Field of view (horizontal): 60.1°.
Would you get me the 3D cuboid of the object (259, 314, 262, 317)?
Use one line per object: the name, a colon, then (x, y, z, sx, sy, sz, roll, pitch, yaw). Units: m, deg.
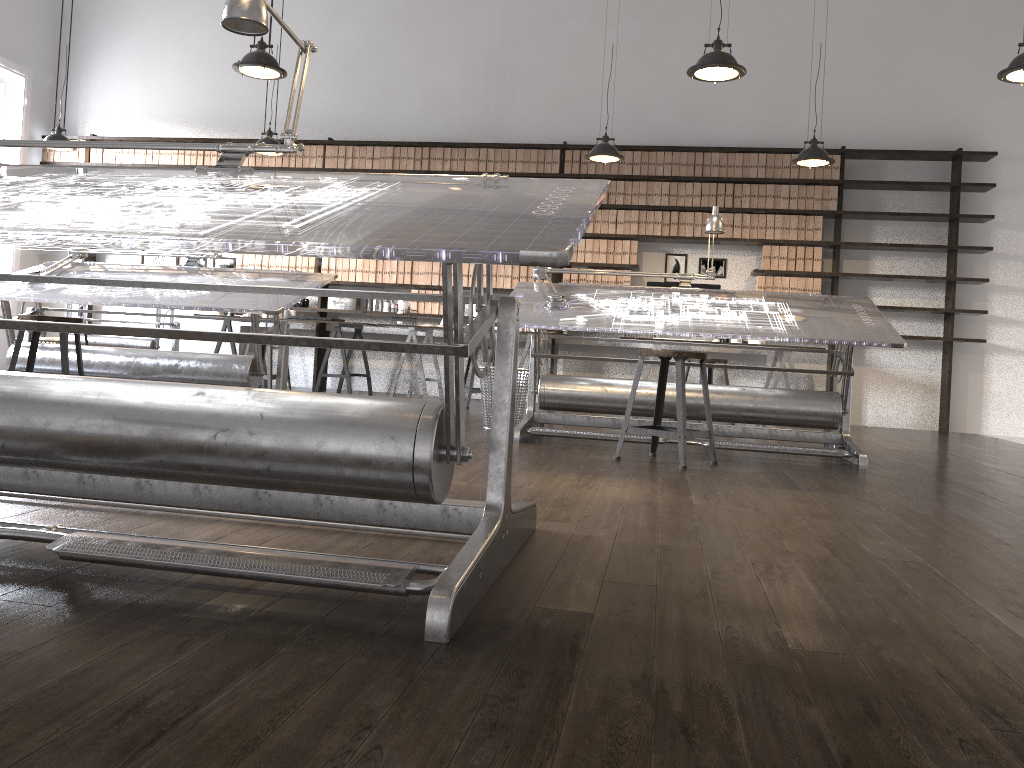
object: (-2.422, -0.682, 8.482, 0.049, 0.112, 0.049, 3, -1, 6)

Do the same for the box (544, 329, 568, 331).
box: (0.401, -0.555, 8.021, 0.212, 0.207, 0.137, 3, 0, 10)

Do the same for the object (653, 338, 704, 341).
object: (1.434, -0.378, 7.601, 0.439, 0.017, 0.118, 4, 2, 5)

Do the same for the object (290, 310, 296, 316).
object: (-2.124, -0.663, 8.577, 0.062, 0.094, 0.062, 3, 0, -31)

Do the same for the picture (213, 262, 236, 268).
picture: (-2.940, -1.206, 9.056, 0.251, 0.184, 0.023, 3, -1, 10)

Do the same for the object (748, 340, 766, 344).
object: (2.113, -0.422, 7.629, 0.144, 0.196, 0.145, 3, 0, -18)

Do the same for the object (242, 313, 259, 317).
object: (-2.466, -0.648, 8.337, 0.197, 0.050, 0.132, 5, 2, 39)

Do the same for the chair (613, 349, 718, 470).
chair: (0.734, 0.111, 4.127, 0.372, 0.528, 0.358, 3, 0, 38)

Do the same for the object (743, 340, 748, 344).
object: (2.042, -0.410, 7.710, 0.068, 0.155, 0.068, 3, -1, -14)

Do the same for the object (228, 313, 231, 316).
object: (-2.691, -0.663, 8.461, 0.049, 0.037, 0.049, 3, 1, 6)

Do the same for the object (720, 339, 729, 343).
object: (1.889, -0.420, 7.855, 0.096, 0.142, 0.092, 3, 0, -11)

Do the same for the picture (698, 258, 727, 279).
picture: (1.863, -1.077, 8.230, 0.251, 0.184, 0.023, 3, -1, 10)

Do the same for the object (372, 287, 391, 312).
object: (-1.269, -0.834, 8.623, 0.181, 0.272, 0.156, 3, 0, -6)

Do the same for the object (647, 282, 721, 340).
object: (1.507, -0.633, 7.853, 0.643, 0.518, 0.204, 3, -1, 10)

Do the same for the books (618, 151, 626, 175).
books: (1.027, -2.034, 8.233, 0.067, 0.226, 0.174, 3, 0, 10)

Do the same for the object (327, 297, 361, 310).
object: (-1.644, -0.798, 8.676, 0.317, 0.152, 0.193, 4, 1, 9)

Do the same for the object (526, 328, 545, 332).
object: (0.222, -0.476, 7.872, 0.197, 0.050, 0.132, 3, 2, -19)

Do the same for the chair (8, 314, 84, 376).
chair: (-2.448, -0.093, 4.669, 0.358, 0.528, 0.372, 3, 0, -12)

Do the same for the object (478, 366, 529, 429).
object: (-0.052, 0.088, 5.448, 0.353, 0.378, 0.352, 4, 0, 31)

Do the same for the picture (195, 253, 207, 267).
picture: (-3.228, -1.326, 9.110, 0.201, 0.285, 0.022, 3, -1, 9)

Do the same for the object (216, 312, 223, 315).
object: (-2.806, -0.705, 8.496, 0.068, 0.104, 0.068, 3, 0, 14)

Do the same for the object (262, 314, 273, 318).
object: (-2.349, -0.693, 8.510, 0.105, 0.142, 0.104, 3, 0, 2)

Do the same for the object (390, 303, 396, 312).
object: (-1.154, -0.738, 8.617, 0.062, 0.093, 0.063, 3, 0, -28)

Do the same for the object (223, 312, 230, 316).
object: (-2.731, -0.762, 8.499, 0.069, 0.230, 0.068, 3, -1, 7)

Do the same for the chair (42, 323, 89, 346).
chair: (-3.833, -0.271, 7.579, 0.372, 0.528, 0.358, 3, 0, 18)

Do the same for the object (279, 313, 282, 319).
object: (-2.239, -0.667, 8.504, 0.062, 0.094, 0.062, 3, 0, -40)

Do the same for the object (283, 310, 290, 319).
object: (-2.178, -0.664, 8.538, 0.062, 0.093, 0.063, 3, 0, -31)

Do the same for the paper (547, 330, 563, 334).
paper: (0.354, -0.464, 7.871, 0.155, 0.038, 0.137, 4, 2, 24)

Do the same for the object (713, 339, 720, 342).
object: (1.743, -0.367, 7.562, 0.059, 0.028, 0.106, 3, 2, 6)

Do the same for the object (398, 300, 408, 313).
object: (-1.050, -0.742, 8.543, 0.095, 0.128, 0.094, 3, 0, 16)

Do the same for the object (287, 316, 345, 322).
object: (-1.804, -0.596, 8.173, 0.446, 0.033, 0.312, 4, 2, 10)

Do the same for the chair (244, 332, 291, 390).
chair: (-2.166, -0.181, 7.789, 0.372, 0.528, 0.358, 3, 0, 18)

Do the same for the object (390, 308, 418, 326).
object: (-1.004, -0.616, 8.251, 0.204, 0.161, 0.284, 3, 1, 10)

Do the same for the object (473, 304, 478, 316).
object: (-0.337, -0.693, 8.362, 0.062, 0.119, 0.062, 4, -1, -30)

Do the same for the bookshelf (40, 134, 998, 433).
bookshelf: (-0.407, -0.729, 8.526, 9.180, 3.211, 0.373, 4, -1, 10)

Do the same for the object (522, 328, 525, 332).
object: (0.144, -0.530, 8.187, 0.095, 0.128, 0.094, 3, 0, 6)

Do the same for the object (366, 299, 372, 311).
object: (-1.399, -0.796, 8.723, 0.079, 0.188, 0.079, 3, -1, -11)

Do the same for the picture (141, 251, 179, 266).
picture: (-3.643, -1.295, 9.169, 0.415, 0.575, 0.040, 3, -1, 10)

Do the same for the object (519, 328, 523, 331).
object: (0.066, -0.519, 8.105, 0.062, 0.094, 0.062, 3, 0, -30)

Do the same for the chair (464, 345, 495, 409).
chair: (-0.236, -0.055, 7.384, 0.371, 0.528, 0.358, 3, 0, -17)

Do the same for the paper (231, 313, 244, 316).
paper: (-2.593, -0.653, 8.381, 0.155, 0.038, 0.137, 3, 2, -5)

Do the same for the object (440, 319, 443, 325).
object: (-0.617, -0.619, 8.310, 0.101, 0.209, 0.101, 4, -1, -35)

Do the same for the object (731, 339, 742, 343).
object: (1.950, -0.414, 7.686, 0.095, 0.145, 0.094, 3, 0, 36)

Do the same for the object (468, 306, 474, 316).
object: (-0.384, -0.697, 8.415, 0.063, 0.118, 0.062, 4, -1, -39)

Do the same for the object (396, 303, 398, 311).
object: (-1.105, -0.734, 8.587, 0.045, 0.101, 0.044, 3, -1, 12)

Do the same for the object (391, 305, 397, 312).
object: (-1.115, -0.731, 8.593, 0.062, 0.093, 0.181, 3, 1, 24)

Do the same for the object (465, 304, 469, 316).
object: (-0.422, -0.701, 8.470, 0.062, 0.119, 0.062, 4, -1, -39)

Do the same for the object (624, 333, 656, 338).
object: (1.154, -0.481, 7.970, 0.284, 0.161, 0.203, 3, 1, 2)

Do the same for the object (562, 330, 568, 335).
object: (0.475, -0.460, 7.914, 0.049, 0.037, 0.049, 4, 1, 13)

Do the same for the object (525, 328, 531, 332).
object: (0.173, -0.531, 8.073, 0.105, 0.142, 0.104, 3, 0, 17)

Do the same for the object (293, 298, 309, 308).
object: (-2.083, -0.804, 8.713, 0.171, 0.109, 0.091, 4, 0, 10)

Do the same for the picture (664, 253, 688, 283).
picture: (1.532, -1.077, 8.288, 0.201, 0.285, 0.022, 3, -1, 9)

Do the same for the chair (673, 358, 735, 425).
chair: (1.551, 0.059, 7.102, 0.358, 0.528, 0.372, 3, 0, -22)
